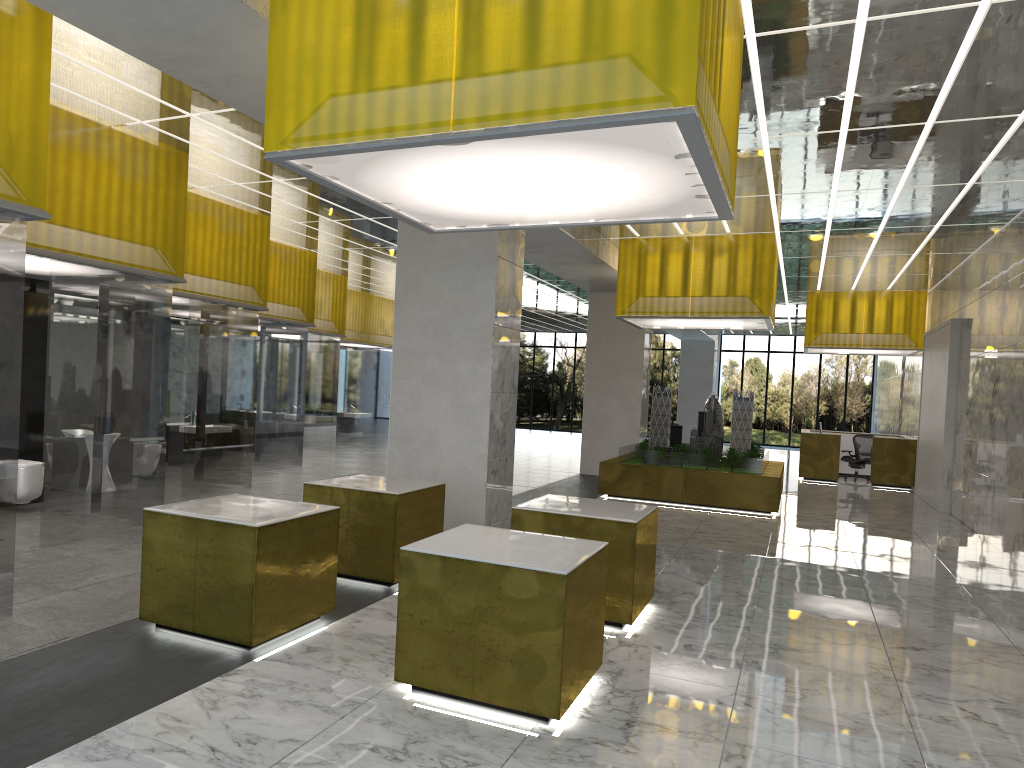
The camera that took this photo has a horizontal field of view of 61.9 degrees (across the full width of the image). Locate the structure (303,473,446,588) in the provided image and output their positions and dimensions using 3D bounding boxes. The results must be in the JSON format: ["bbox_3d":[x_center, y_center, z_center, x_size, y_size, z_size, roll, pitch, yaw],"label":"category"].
[{"bbox_3d":[-1.757,1.843,10.931,1.418,1.174,1.392,3,0,23],"label":"structure"}]

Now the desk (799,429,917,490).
[{"bbox_3d":[10.999,2.354,27.427,3.342,1.509,3.358,3,0,23],"label":"desk"}]

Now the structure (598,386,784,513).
[{"bbox_3d":[4.637,1.389,21.111,4.019,2.572,4.967,3,0,22],"label":"structure"}]

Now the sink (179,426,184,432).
[{"bbox_3d":[-8.172,1.112,22.605,0.907,1.053,1.339,3,0,21],"label":"sink"}]

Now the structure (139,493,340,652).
[{"bbox_3d":[-2.630,1.789,8.349,1.418,1.174,1.392,3,0,23],"label":"structure"}]

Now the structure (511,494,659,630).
[{"bbox_3d":[0.824,1.961,9.616,1.418,1.174,1.392,3,0,23],"label":"structure"}]

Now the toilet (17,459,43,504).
[{"bbox_3d":[-8.244,1.641,14.270,0.868,0.687,0.487,3,1,25],"label":"toilet"}]

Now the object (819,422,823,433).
[{"bbox_3d":[10.210,1.599,27.854,0.572,0.668,0.723,3,0,22],"label":"object"}]

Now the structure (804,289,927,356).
[{"bbox_3d":[11.188,-2.156,27.362,3.383,2.270,3.005,3,0,23],"label":"structure"}]

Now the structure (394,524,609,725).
[{"bbox_3d":[-0.050,1.907,7.029,1.418,1.174,1.392,3,0,23],"label":"structure"}]

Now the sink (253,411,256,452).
[{"bbox_3d":[-8.171,1.418,27.459,0.799,1.514,0.995,2,1,-27],"label":"sink"}]

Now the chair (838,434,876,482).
[{"bbox_3d":[11.075,2.352,27.233,0.968,1.494,1.193,2,1,-43],"label":"chair"}]

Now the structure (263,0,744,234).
[{"bbox_3d":[0.137,-2.782,7.314,3.382,2.270,3.127,3,0,23],"label":"structure"}]

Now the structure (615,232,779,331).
[{"bbox_3d":[4.387,-2.518,19.885,3.383,2.270,3.127,3,0,23],"label":"structure"}]
